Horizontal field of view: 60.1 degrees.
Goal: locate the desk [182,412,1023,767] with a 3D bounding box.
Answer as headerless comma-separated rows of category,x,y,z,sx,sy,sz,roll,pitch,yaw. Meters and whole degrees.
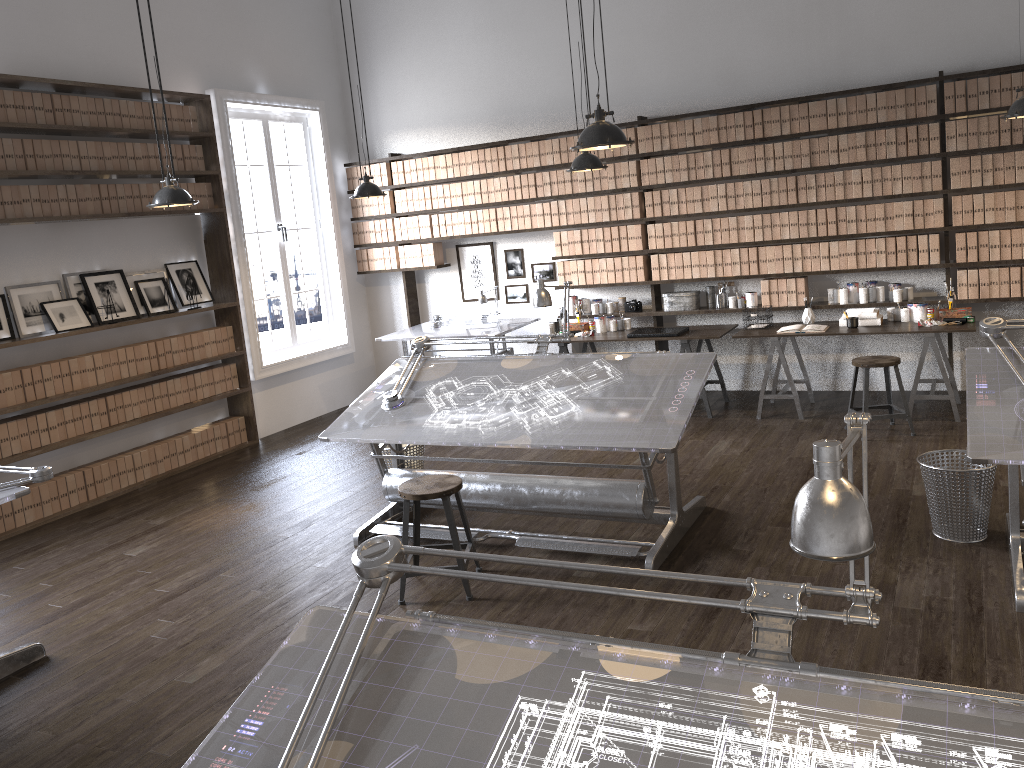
desk,0.339,0.784,1.271,2.068,1.377,1.085,-1,10,27

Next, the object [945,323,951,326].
object,3.136,-0.433,6.358,0.157,0.006,0.006,-15,13,-41

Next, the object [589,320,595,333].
object,0.705,-0.503,7.792,0.049,0.111,0.049,-2,9,24

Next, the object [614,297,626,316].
object,0.991,-0.693,7.967,0.107,0.160,0.237,-7,10,-6

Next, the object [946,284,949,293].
object,3.220,-0.648,6.523,0.006,0.181,0.053,-8,8,-19

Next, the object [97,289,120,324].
object,-2.986,-0.567,6.536,0.040,0.258,0.176,-2,10,27

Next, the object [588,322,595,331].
object,0.712,-0.505,7.862,0.060,0.088,0.060,-2,9,23

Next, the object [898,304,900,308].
object,2.983,-0.561,6.794,0.036,0.117,0.005,-1,9,33

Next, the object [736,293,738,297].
object,1.904,-0.702,7.444,0.028,0.126,0.004,-2,9,26

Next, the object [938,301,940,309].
object,3.168,-0.546,6.578,0.033,0.146,0.005,-2,9,27

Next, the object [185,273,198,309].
object,-2.633,-0.761,7.272,0.040,0.302,0.119,-2,9,27

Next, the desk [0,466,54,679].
desk,-2.771,0.711,3.862,1.268,1.181,1.181,-1,10,27

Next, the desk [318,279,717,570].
desk,-0.038,0.121,5.007,2.279,1.377,1.085,-1,10,27

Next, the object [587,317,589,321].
object,0.690,-0.536,7.857,0.040,0.129,0.005,-1,9,29

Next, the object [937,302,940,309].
object,3.157,-0.545,6.578,0.040,0.129,0.005,-2,9,26

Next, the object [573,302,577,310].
object,0.586,-0.636,7.877,0.071,0.185,0.008,-1,9,28

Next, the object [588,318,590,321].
object,0.699,-0.537,7.877,0.040,0.123,0.005,-1,9,31

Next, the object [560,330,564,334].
object,0.447,-0.455,7.859,0.049,0.037,0.049,-1,10,24

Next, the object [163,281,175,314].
object,-2.737,-0.687,7.049,0.040,0.258,0.125,-2,9,27

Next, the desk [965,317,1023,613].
desk,2.937,0.110,3.465,2.068,1.377,1.085,-1,10,27

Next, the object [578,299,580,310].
object,0.594,-0.645,7.859,0.007,0.212,0.055,-10,9,-26

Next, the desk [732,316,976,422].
desk,2.618,-0.111,6.780,1.667,0.665,0.661,0,11,27

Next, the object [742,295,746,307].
object,1.970,-0.698,7.474,0.045,0.100,0.044,-1,9,30

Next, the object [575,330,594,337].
object,0.624,-0.441,7.673,0.133,0.050,0.197,-12,12,-32

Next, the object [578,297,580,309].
object,0.600,-0.658,7.880,0.007,0.226,0.021,1,10,39

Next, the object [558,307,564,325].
object,0.436,-0.573,7.956,0.069,0.236,0.068,-2,9,25

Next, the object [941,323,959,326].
object,3.157,-0.431,6.359,0.158,0.005,0.005,-7,9,-7

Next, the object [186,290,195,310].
object,-2.622,-0.681,7.212,0.040,0.164,0.067,-2,9,27

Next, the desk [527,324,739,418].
desk,1.052,-0.106,7.592,1.667,0.665,0.661,0,11,27

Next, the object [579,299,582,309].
object,0.621,-0.717,8.171,0.050,0.138,0.051,-2,9,25

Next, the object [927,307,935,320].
object,3.097,-0.512,6.552,0.049,0.111,0.049,-1,10,31

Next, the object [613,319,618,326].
object,0.913,-0.523,7.812,0.045,0.100,0.044,-2,9,27

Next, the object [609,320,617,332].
object,0.885,-0.510,7.758,0.062,0.094,0.062,-9,9,-22

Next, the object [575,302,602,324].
object,0.699,-0.639,7.964,0.347,0.145,0.077,-14,12,-39

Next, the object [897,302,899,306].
object,2.979,-0.562,6.802,0.029,0.132,0.004,-1,9,32

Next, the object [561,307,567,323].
object,0.475,-0.587,8.031,0.069,0.228,0.068,-2,9,25

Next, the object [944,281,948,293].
object,3.207,-0.656,6.513,0.055,0.212,0.007,0,9,34

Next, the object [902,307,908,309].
object,2.993,-0.531,6.735,0.045,0.100,0.044,-1,9,28

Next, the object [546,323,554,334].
object,0.343,-0.491,7.923,0.068,0.104,0.069,0,10,32

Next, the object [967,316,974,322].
object,3.303,-0.465,6.379,0.049,0.037,0.049,0,11,31

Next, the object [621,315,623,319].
object,0.966,-0.554,7.839,0.036,0.117,0.005,-3,8,22

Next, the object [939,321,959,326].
object,3.143,-0.437,6.360,0.171,0.017,0.011,-6,9,-4

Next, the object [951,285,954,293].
object,3.223,-0.644,6.504,0.008,0.185,0.072,-9,9,-19

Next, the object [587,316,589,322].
object,0.684,-0.537,7.866,0.033,0.146,0.005,-2,9,28

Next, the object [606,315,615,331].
object,0.871,-0.542,7.867,0.095,0.127,0.095,0,10,31

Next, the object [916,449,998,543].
object,2.157,0.546,4.280,0.355,0.375,0.353,-13,12,-40

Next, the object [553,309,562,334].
object,0.404,-0.555,7.894,0.069,0.228,0.068,-2,9,25

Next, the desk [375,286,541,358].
desk,-0.435,-0.308,8.288,1.268,1.090,1.080,-1,10,27

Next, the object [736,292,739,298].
object,1.909,-0.711,7.445,0.041,0.124,0.008,-3,8,16

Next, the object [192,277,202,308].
object,-2.625,-0.755,7.349,0.040,0.260,0.111,-2,9,27

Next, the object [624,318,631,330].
object,1.017,-0.530,7.792,0.062,0.094,0.062,-8,9,-13

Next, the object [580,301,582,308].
object,0.604,-0.643,7.871,0.055,0.191,0.006,-2,9,26

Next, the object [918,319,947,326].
object,3.049,-0.450,6.417,0.197,0.050,0.133,-6,10,-1

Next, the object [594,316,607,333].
object,0.780,-0.525,7.794,0.105,0.141,0.105,-3,9,20

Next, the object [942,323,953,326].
object,3.140,-0.430,6.368,0.119,0.006,0.008,-8,10,-13

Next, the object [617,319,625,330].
object,0.954,-0.519,7.771,0.062,0.093,0.063,-8,9,-13

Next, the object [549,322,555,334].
object,0.369,-0.507,7.995,0.070,0.102,0.070,-2,9,23
